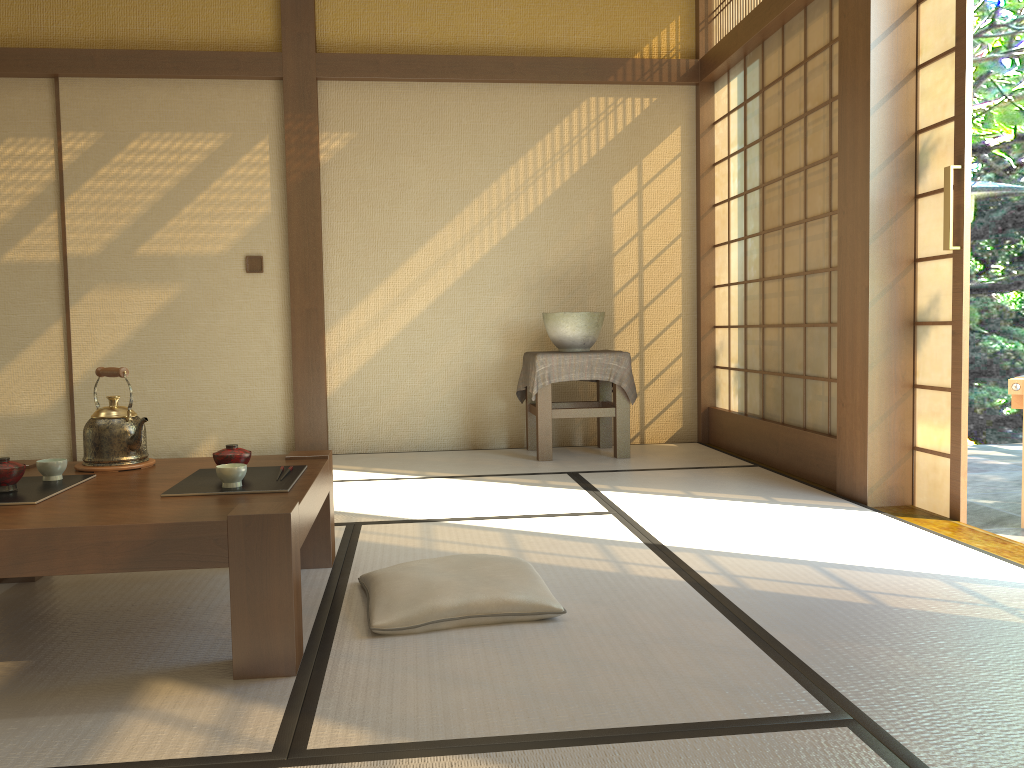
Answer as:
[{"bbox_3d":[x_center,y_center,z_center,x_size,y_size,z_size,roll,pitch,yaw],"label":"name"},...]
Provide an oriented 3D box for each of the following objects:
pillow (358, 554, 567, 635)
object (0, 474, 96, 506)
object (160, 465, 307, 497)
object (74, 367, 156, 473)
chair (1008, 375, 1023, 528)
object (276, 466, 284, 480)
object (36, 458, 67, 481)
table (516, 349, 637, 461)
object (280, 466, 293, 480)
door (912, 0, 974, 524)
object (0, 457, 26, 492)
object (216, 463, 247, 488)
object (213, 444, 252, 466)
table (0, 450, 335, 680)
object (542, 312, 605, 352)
[{"bbox_3d":[-0.156,0.546,2.387,0.486,0.107,0.496,-2,4,-13],"label":"pillow"},{"bbox_3d":[-1.274,0.268,2.234,0.300,0.007,0.400,-1,4,-6],"label":"object"},{"bbox_3d":[-0.714,0.252,2.333,0.300,0.007,0.400,-1,4,-6],"label":"object"},{"bbox_3d":[-1.172,0.098,2.616,0.226,0.296,0.219,-2,4,-12],"label":"object"},{"bbox_3d":[2.476,0.264,3.601,0.704,0.598,0.698,2,5,40],"label":"chair"},{"bbox_3d":[-0.624,0.239,2.384,0.008,0.008,0.200,-2,4,-10],"label":"object"},{"bbox_3d":[-1.227,0.229,2.367,0.073,0.052,0.074,2,4,37],"label":"object"},{"bbox_3d":[0.363,0.107,5.144,0.629,0.595,0.633,-1,4,-7],"label":"table"},{"bbox_3d":[-0.606,0.239,2.385,0.008,0.008,0.200,-1,3,-6],"label":"object"},{"bbox_3d":[1.512,-0.651,4.136,0.073,2.380,1.894,-1,4,-6],"label":"door"},{"bbox_3d":[-1.258,0.223,2.194,0.100,0.080,0.100,-1,4,-6],"label":"object"},{"bbox_3d":[-0.699,0.229,2.210,0.073,0.052,0.074,2,4,37],"label":"object"},{"bbox_3d":[-0.749,0.203,2.375,0.100,0.080,0.100,-1,4,-6],"label":"object"},{"bbox_3d":[-1.013,0.427,2.305,1.000,0.350,1.000,-1,4,-6],"label":"table"},{"bbox_3d":[0.358,-0.299,5.106,0.357,0.230,0.358,-4,4,-37],"label":"object"}]
